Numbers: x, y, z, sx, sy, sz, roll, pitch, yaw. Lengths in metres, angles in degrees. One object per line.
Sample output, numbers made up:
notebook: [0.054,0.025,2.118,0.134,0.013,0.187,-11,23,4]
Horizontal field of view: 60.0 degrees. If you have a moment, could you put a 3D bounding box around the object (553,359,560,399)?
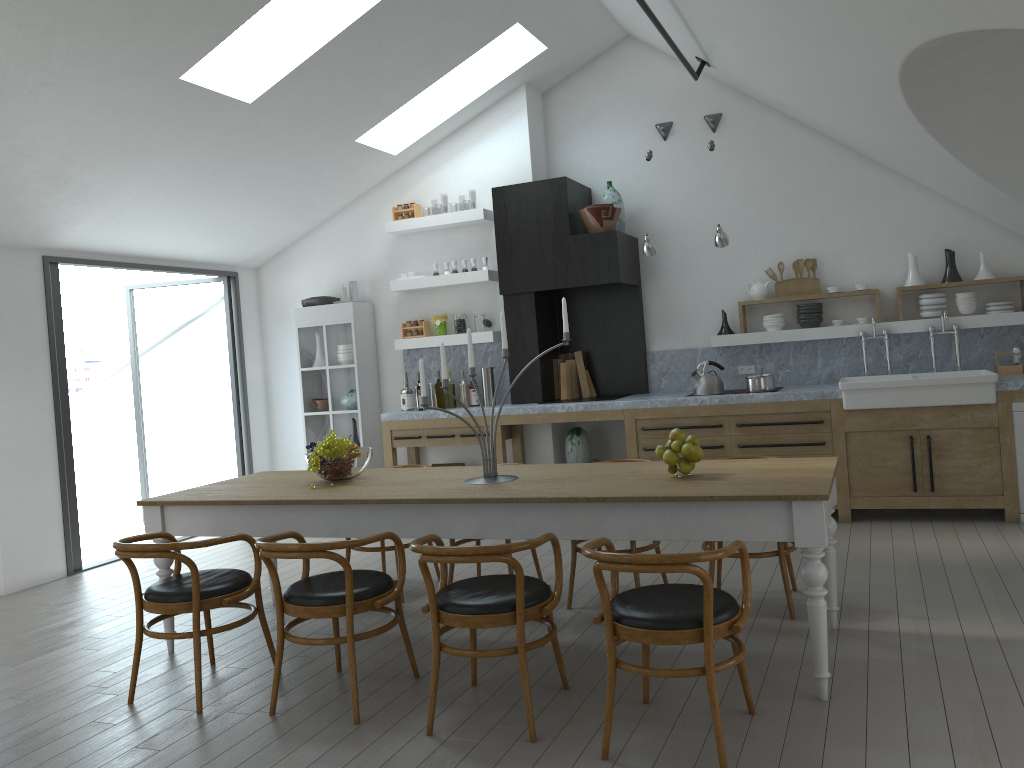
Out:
object: [0.398,-0.044,7.914,0.057,0.359,0.075,-4,0,37]

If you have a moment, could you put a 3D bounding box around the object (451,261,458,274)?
object: [-0.514,-1.043,7.947,0.067,0.124,0.064,-4,1,16]

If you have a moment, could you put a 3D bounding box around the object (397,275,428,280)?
object: [-0.917,-0.966,8.136,0.294,0.025,0.113,-4,2,22]

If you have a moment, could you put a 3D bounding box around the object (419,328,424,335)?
object: [-0.821,-0.474,8.128,0.058,0.075,0.058,-5,1,-44]

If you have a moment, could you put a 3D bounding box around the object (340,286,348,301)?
object: [-1.568,-0.846,8.263,0.054,0.196,0.054,-5,0,-43]

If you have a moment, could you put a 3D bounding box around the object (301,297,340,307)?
object: [-1.809,-0.746,8.415,0.298,0.119,0.299,-4,2,22]

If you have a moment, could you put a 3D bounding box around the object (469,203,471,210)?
object: [-0.375,-1.576,7.942,0.093,0.093,0.094,-5,1,-35]

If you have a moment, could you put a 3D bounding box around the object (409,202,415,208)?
object: [-0.910,-1.631,8.124,0.058,0.075,0.058,-5,1,-44]

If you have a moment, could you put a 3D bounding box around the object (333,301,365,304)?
object: [-1.522,-0.761,8.301,0.295,0.025,0.150,-6,3,-43]

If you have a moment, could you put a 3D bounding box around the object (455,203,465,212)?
object: [-0.461,-1.564,7.911,0.077,0.085,0.077,-5,1,-35]

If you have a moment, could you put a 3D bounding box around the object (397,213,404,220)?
object: [-1.027,-1.537,8.175,0.058,0.075,0.058,-5,1,-44]

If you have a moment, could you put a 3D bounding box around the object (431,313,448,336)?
object: [-0.651,-0.535,8.036,0.163,0.199,0.128,-4,1,17]

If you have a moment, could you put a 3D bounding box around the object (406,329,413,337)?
object: [-0.944,-0.466,8.179,0.058,0.075,0.058,-5,1,-44]

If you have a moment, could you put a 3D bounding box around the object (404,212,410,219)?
object: [-0.965,-1.541,8.150,0.058,0.075,0.058,-5,1,-44]

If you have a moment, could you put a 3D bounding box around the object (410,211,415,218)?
object: [-0.903,-1.545,8.124,0.058,0.075,0.058,-5,1,-44]

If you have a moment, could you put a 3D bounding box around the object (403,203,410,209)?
object: [-0.971,-1.627,8.149,0.058,0.075,0.058,-5,1,-44]

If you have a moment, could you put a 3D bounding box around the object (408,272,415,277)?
object: [-0.919,-0.994,8.136,0.054,0.071,0.054,-4,1,22]

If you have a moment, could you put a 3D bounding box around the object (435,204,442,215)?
object: [-0.657,-1.557,7.960,0.071,0.098,0.071,-5,1,-13]

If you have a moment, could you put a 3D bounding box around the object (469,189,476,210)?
object: [-0.345,-1.621,7.813,0.063,0.187,0.063,-4,0,-9]

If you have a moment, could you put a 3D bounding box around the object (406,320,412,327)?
object: [-0.951,-0.552,8.179,0.058,0.075,0.058,-5,1,-44]

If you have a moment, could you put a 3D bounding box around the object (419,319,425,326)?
object: [-0.827,-0.560,8.127,0.058,0.075,0.058,-5,1,-44]

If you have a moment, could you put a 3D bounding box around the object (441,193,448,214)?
object: [-0.601,-1.604,7.919,0.063,0.187,0.063,-4,0,-9]

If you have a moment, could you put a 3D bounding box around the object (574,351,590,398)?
object: [0.635,-0.084,7.879,0.078,0.427,0.148,-5,0,-32]

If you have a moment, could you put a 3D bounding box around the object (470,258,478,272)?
object: [-0.338,-1.055,7.881,0.067,0.124,0.064,-4,1,16]

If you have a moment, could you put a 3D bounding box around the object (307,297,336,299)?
object: [-1.810,-0.756,8.415,0.238,0.119,0.238,-4,2,22]

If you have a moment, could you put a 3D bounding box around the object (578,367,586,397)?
object: [0.623,-0.009,7.993,0.105,0.296,0.110,-4,0,-3]

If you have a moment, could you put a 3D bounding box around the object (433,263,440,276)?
object: [-0.689,-1.033,8.036,0.067,0.124,0.064,-4,1,16]

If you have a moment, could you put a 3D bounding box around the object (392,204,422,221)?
object: [-0.965,-1.565,8.148,0.237,0.146,0.120,-4,1,22]

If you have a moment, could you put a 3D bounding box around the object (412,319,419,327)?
object: [-0.889,-0.556,8.153,0.058,0.075,0.058,-5,1,-44]

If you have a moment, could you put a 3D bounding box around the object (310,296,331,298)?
object: [-1.811,-0.765,8.415,0.170,0.119,0.170,-4,1,22]

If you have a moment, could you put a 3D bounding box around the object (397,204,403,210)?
object: [-1.033,-1.623,8.175,0.058,0.075,0.058,-5,1,-44]

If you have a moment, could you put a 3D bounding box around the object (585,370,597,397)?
object: [0.692,-0.002,7.944,0.113,0.251,0.057,-4,0,26]

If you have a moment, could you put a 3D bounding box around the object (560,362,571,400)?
object: [0.471,-0.021,7.788,0.081,0.336,0.148,-4,0,13]

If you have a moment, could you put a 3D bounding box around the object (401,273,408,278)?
object: [-0.986,-0.985,8.166,0.058,0.061,0.057,-4,1,22]

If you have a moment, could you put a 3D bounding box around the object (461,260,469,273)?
object: [-0.421,-1.050,7.924,0.067,0.124,0.064,-4,1,16]

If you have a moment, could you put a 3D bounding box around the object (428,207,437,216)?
object: [-0.717,-1.548,8.017,0.077,0.085,0.077,-5,1,-35]

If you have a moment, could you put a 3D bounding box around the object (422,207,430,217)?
object: [-0.781,-1.555,8.075,0.082,0.105,0.082,-5,1,-9]

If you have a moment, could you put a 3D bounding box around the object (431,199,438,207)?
object: [-0.703,-1.593,8.080,0.048,0.169,0.048,-4,0,30]

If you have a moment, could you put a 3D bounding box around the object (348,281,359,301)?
object: [-1.490,-0.862,8.335,0.072,0.211,0.071,-5,1,-44]

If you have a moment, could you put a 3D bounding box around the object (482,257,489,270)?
object: [-0.236,-1.061,7.838,0.067,0.124,0.064,-4,1,16]

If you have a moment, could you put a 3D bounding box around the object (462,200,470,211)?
object: [-0.401,-1.573,7.855,0.071,0.098,0.071,-5,1,-13]

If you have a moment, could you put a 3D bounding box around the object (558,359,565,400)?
object: [0.446,-0.040,7.879,0.068,0.367,0.131,-4,0,36]

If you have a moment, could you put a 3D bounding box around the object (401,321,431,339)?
object: [-0.883,-0.494,8.151,0.237,0.146,0.120,-4,1,22]

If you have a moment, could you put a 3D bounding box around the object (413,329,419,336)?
object: [-0.883,-0.470,8.153,0.058,0.075,0.058,-5,1,-44]

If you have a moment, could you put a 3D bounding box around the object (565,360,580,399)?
object: [0.531,-0.034,7.892,0.072,0.366,0.130,-4,0,41]

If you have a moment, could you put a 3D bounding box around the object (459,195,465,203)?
object: [-0.446,-1.609,7.974,0.048,0.169,0.048,-4,0,30]

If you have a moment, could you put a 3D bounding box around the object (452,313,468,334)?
object: [-0.465,-0.540,7.962,0.120,0.183,0.120,-4,1,37]

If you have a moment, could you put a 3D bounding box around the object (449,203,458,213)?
object: [-0.525,-1.571,7.969,0.082,0.105,0.082,-5,1,-9]

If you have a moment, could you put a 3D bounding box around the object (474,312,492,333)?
object: [-0.266,-0.549,7.882,0.103,0.178,0.207,-4,1,45]

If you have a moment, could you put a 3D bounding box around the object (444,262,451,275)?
object: [-0.587,-1.039,7.994,0.067,0.124,0.064,-4,1,16]
